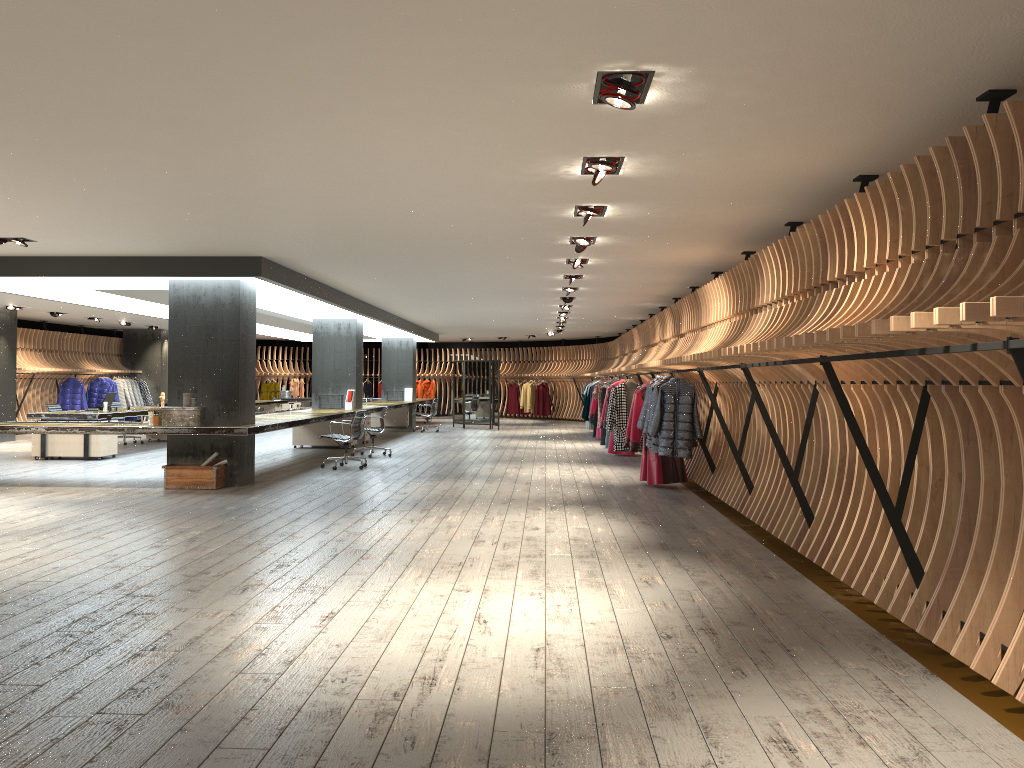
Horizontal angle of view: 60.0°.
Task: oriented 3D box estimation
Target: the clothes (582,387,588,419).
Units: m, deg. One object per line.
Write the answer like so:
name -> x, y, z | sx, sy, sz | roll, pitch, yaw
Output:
clothes -> 2.281, 0.491, 23.115 | 0.913, 1.082, 0.238 | 0, -1, 2

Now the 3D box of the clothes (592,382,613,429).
clothes -> 2.093, 0.464, 19.058 | 0.760, 1.030, 0.179 | 0, -1, -12

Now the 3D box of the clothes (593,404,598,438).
clothes -> 2.176, 0.698, 20.942 | 0.539, 1.353, 0.087 | 0, -1, 7

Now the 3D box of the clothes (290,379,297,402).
clothes -> -7.738, 0.383, 31.434 | 0.447, 1.156, 0.125 | 0, -1, 37

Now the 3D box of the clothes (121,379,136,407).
clothes -> -10.748, 0.385, 24.536 | 0.752, 1.062, 0.128 | 0, -1, 1

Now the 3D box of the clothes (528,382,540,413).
clothes -> 0.813, 0.459, 30.078 | 0.151, 1.053, 0.777 | 0, -1, 43

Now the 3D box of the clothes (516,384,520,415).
clothes -> 0.207, 0.495, 30.704 | 0.127, 1.129, 0.443 | 0, -1, -6

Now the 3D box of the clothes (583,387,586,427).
clothes -> 2.327, 0.679, 24.717 | 0.677, 1.435, 0.203 | 0, -1, -8

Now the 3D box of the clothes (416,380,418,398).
clothes -> -3.556, 0.291, 32.378 | 0.201, 0.881, 0.839 | 0, 0, 17

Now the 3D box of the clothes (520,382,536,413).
clothes -> 0.663, 0.458, 30.240 | 0.777, 1.053, 0.151 | 0, -1, 3

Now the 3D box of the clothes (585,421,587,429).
clothes -> 2.321, 0.679, 24.576 | 0.677, 1.435, 0.203 | 0, -1, 17

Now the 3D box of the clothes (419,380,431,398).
clothes -> -3.121, 0.294, 32.326 | 0.201, 0.881, 0.839 | 0, -1, 32

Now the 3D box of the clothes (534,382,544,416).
clothes -> 0.956, 0.502, 29.923 | 0.444, 1.129, 0.126 | 1, -1, -26

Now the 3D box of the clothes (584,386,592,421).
clothes -> 2.228, 0.491, 21.732 | 0.913, 1.082, 0.238 | 0, -1, 2

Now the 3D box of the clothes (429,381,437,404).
clothes -> -2.882, 0.295, 32.265 | 0.201, 0.881, 0.839 | 1, 0, -18

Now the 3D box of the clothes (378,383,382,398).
clothes -> -4.752, 0.632, 32.409 | 0.093, 1.338, 0.551 | 1, -1, -43

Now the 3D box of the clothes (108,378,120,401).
clothes -> -10.934, 0.455, 23.806 | 0.885, 1.239, 0.245 | 0, -1, -1

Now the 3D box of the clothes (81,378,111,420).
clothes -> -11.025, 0.462, 23.489 | 0.880, 1.261, 0.242 | 0, -1, -1

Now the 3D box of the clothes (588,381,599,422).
clothes -> 2.240, 0.463, 21.857 | 0.715, 1.088, 0.257 | 0, -1, -2

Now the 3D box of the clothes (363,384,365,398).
clothes -> -5.649, 0.293, 32.275 | 0.704, 0.890, 0.250 | 0, -1, 23

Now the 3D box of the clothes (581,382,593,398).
clothes -> 2.250, 0.430, 23.998 | 0.738, 0.971, 0.167 | 0, -1, 11

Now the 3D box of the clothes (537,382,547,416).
clothes -> 1.066, 0.503, 29.794 | 0.444, 1.129, 0.126 | 0, -1, -1

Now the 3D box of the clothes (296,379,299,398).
clothes -> -7.639, 0.383, 31.496 | 0.125, 1.156, 0.447 | 1, -1, -28

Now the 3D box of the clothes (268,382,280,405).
clothes -> -8.369, 0.444, 30.970 | 0.664, 1.045, 0.168 | 0, -1, 33

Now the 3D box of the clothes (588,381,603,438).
clothes -> 2.160, 0.575, 20.186 | 0.840, 1.312, 0.321 | 0, -1, 1

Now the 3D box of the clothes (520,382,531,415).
clothes -> 0.450, 0.497, 30.464 | 0.444, 1.129, 0.126 | 1, -1, -36

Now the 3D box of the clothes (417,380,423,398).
clothes -> -3.323, 0.292, 32.403 | 0.201, 0.881, 0.839 | 0, 0, 7

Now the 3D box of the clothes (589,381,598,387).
clothes -> 2.217, 0.471, 22.423 | 0.733, 1.106, 0.165 | 0, -1, 2

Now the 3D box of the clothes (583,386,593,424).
clothes -> 2.235, 0.490, 22.088 | 0.913, 1.082, 0.238 | 0, -1, 7

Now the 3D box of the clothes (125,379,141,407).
clothes -> -10.738, 0.384, 24.798 | 0.752, 1.062, 0.128 | 0, -1, 1

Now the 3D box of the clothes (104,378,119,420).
clothes -> -10.862, 0.454, 23.624 | 0.883, 1.246, 0.249 | 0, -1, -1

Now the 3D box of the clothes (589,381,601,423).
clothes -> 2.223, 0.464, 21.419 | 0.715, 1.088, 0.257 | 0, -1, 8

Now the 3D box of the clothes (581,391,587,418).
clothes -> 2.279, 0.490, 23.238 | 0.913, 1.082, 0.238 | 0, -1, 2

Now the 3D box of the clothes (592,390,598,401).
clothes -> 2.117, 0.466, 19.280 | 0.760, 1.020, 0.187 | 0, -1, 3

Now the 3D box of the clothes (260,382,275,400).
clothes -> -8.505, 0.443, 30.848 | 0.664, 1.045, 0.168 | 0, -1, 33

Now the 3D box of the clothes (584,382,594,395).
clothes -> 2.256, 0.415, 23.398 | 0.734, 0.938, 0.164 | 0, -1, 6

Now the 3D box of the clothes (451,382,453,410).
clothes -> -2.100, 0.427, 32.072 | 0.096, 0.989, 0.465 | 0, -1, 14

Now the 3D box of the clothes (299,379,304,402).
clothes -> -7.494, 0.384, 31.574 | 0.125, 1.156, 0.447 | 1, -1, -33

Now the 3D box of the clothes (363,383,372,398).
clothes -> -5.279, 0.620, 32.351 | 0.087, 1.353, 0.539 | 0, -1, 27

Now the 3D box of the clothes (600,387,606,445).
clothes -> 2.096, 0.705, 18.347 | 0.539, 1.353, 0.087 | 0, -1, 2

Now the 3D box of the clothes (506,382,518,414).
clothes -> 0.032, 0.494, 30.881 | 0.444, 1.129, 0.126 | 0, -1, -1

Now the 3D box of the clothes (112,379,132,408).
clothes -> -10.757, 0.385, 24.300 | 0.752, 1.062, 0.128 | 0, -1, 1

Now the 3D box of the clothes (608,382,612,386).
clothes -> 2.048, 0.721, 17.787 | 0.277, 1.543, 0.316 | 0, -1, 1

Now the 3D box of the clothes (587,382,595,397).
clothes -> 2.281, 0.471, 22.611 | 0.733, 1.106, 0.165 | 0, -1, 7

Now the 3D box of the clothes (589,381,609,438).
clothes -> 2.148, 0.575, 19.897 | 0.840, 1.312, 0.321 | 0, -1, 11

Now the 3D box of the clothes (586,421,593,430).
clothes -> 2.315, 0.679, 24.441 | 0.677, 1.435, 0.203 | 0, -1, -13

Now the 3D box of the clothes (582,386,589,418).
clothes -> 2.271, 0.491, 23.028 | 0.913, 1.082, 0.238 | 0, -1, 7

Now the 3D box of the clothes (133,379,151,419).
clothes -> -10.701, 0.438, 25.339 | 0.807, 1.187, 0.191 | 0, -1, 3

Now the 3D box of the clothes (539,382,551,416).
clothes -> 1.112, 0.503, 29.713 | 0.444, 1.129, 0.126 | 1, -1, -26

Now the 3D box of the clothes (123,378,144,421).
clothes -> -10.852, 0.452, 25.186 | 0.885, 1.239, 0.245 | 0, -1, -1

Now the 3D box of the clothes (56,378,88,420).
clothes -> -10.999, 0.459, 22.095 | 0.885, 1.239, 0.245 | 0, -1, -1
